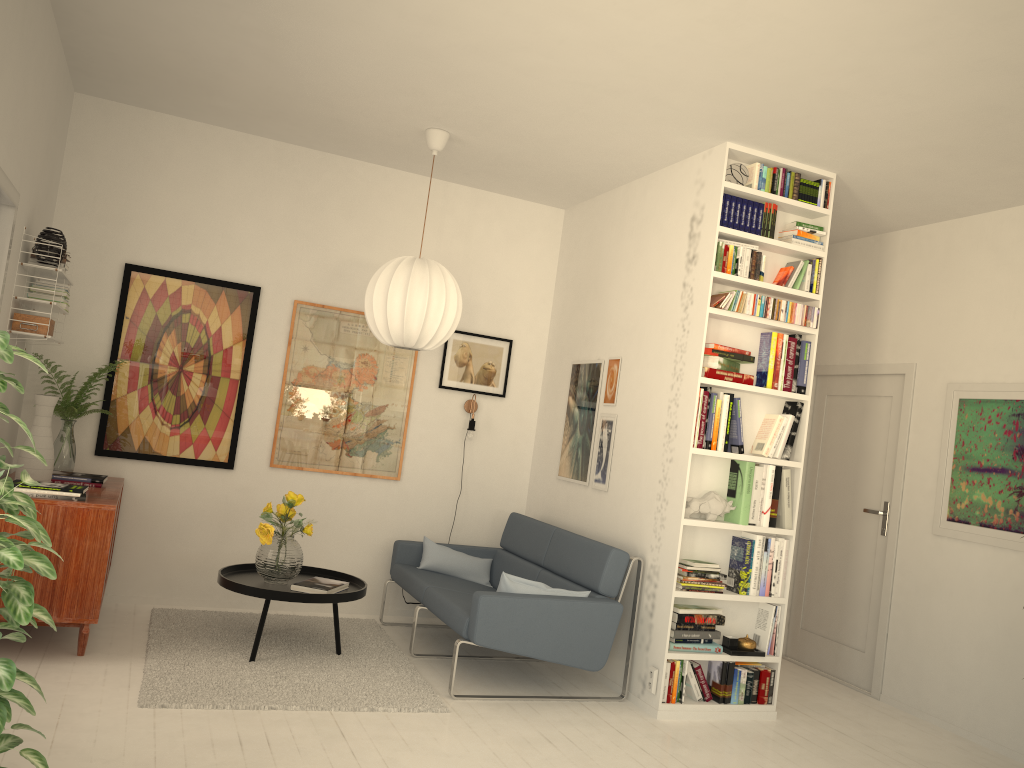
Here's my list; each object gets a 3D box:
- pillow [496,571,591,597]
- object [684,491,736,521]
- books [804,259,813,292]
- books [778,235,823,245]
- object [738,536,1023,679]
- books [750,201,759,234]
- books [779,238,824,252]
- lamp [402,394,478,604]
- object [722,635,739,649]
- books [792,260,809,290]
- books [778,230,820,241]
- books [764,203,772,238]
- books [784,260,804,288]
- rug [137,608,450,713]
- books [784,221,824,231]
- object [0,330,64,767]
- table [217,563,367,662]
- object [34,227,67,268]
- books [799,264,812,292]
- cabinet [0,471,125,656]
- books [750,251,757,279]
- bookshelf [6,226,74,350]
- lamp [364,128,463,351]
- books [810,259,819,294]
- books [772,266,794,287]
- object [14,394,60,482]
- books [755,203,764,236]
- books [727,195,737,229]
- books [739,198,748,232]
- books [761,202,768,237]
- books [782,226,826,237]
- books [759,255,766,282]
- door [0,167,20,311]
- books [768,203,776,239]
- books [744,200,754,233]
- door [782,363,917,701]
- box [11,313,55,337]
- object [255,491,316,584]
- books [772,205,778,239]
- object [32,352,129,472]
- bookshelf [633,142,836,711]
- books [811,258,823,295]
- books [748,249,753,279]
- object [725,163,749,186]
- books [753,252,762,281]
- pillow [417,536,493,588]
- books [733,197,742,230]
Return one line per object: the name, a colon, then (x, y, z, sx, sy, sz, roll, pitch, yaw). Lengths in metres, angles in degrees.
pillow: (0.125, 1.117, 4.446, 0.533, 0.354, 0.141, 9, -4, -22)
object: (0.999, 0.621, 4.543, 0.311, 0.150, 0.137, 8, -3, -14)
books: (1.560, -0.574, 4.832, 0.022, 0.187, 0.186, 9, -3, -22)
books: (1.536, -0.765, 4.811, 0.200, 0.018, 0.208, 9, -3, -22)
object: (2.182, 0.957, 4.104, 0.777, 1.712, 2.089, 11, -4, -41)
books: (1.224, -0.858, 4.687, 0.034, 0.179, 0.188, 9, -3, -22)
books: (1.530, -0.737, 4.810, 0.214, 0.038, 0.222, 9, -3, -22)
lamp: (-0.462, 0.749, 5.850, 0.360, 1.416, 0.112, 9, -4, -22)
object: (1.129, 1.338, 4.590, 0.058, 0.055, 0.058, 9, -3, -22)
books: (1.497, -0.576, 4.793, 0.065, 0.168, 0.228, 9, -3, -22)
books: (1.528, -0.791, 4.807, 0.173, 0.030, 0.199, 9, -4, -32)
books: (1.300, -0.851, 4.726, 0.020, 0.191, 0.205, 9, -3, -22)
books: (1.462, -0.578, 4.792, 0.092, 0.165, 0.222, 9, -3, -22)
rug: (-1.179, 1.391, 4.572, 1.303, 0.012, 1.660, 9, -3, -20)
books: (1.560, -0.836, 4.814, 0.169, 0.032, 0.188, 9, -3, -17)
object: (-1.149, 0.530, 1.679, 0.569, 1.425, 0.513, 6, -4, 21)
table: (-1.164, 1.202, 4.625, 0.761, 0.386, 0.760, 8, -3, -6)
object: (-2.219, -0.653, 4.265, 0.139, 0.200, 0.139, 6, -4, 22)
books: (1.538, -0.561, 4.805, 0.030, 0.154, 0.199, 9, -3, -22)
cabinet: (-2.321, 0.871, 4.466, 0.546, 0.727, 1.262, 9, -3, -22)
books: (1.209, -0.611, 4.682, 0.024, 0.155, 0.206, 9, -3, -22)
bookshelf: (-2.358, -0.445, 4.472, 0.184, 0.565, 0.695, 9, -3, -22)
lamp: (-0.497, -0.803, 4.926, 0.536, 1.229, 0.535, 7, -3, 12)
books: (1.582, -0.572, 4.827, 0.014, 0.188, 0.218, 9, -3, -22)
books: (1.424, -0.566, 4.790, 0.073, 0.129, 0.200, 9, -3, -22)
object: (-2.279, 0.275, 4.276, 0.160, 0.446, 0.158, 7, -4, 18)
books: (1.256, -0.853, 4.700, 0.034, 0.179, 0.188, 9, -3, -22)
books: (1.095, -0.877, 4.635, 0.034, 0.179, 0.188, 9, -3, -22)
books: (1.160, -0.868, 4.661, 0.034, 0.179, 0.188, 9, -3, -22)
books: (1.280, -0.854, 4.721, 0.020, 0.191, 0.205, 9, -3, -22)
books: (1.555, -0.813, 4.794, 0.179, 0.016, 0.208, 9, -3, -17)
books: (1.270, -0.596, 4.691, 0.020, 0.145, 0.189, 9, -3, -22)
door: (-2.499, 0.120, 3.192, 0.881, 2.034, 0.955, 9, -4, -22)
books: (1.322, -0.848, 4.726, 0.020, 0.191, 0.205, 9, -3, -22)
books: (1.192, -0.863, 4.674, 0.034, 0.179, 0.188, 9, -3, -22)
door: (2.197, 0.887, 5.804, 0.166, 2.034, 0.955, 9, -4, -22)
box: (-2.317, -0.283, 4.295, 0.152, 0.084, 0.266, 9, -3, -22)
object: (-1.208, 0.801, 4.643, 0.291, 0.471, 0.361, 7, -3, 16)
books: (1.336, -0.845, 4.744, 0.020, 0.191, 0.205, 9, -3, -22)
object: (-2.423, 0.167, 4.908, 0.476, 0.686, 0.398, 9, -4, -20)
bookshelf: (1.180, 0.252, 4.666, 0.709, 2.902, 0.249, 9, -4, -22)
books: (1.601, -0.575, 4.832, 0.022, 0.199, 0.212, 9, -3, -22)
books: (1.200, -0.616, 4.657, 0.013, 0.159, 0.176, 9, -3, -22)
object: (1.162, -1.080, 4.599, 0.131, 0.131, 0.131, 9, -4, -26)
books: (1.243, -0.607, 4.660, 0.023, 0.153, 0.176, 9, -3, -22)
pillow: (-0.352, 1.126, 5.630, 0.539, 0.277, 0.157, 9, -4, -20)
books: (1.128, -0.873, 4.648, 0.034, 0.179, 0.188, 9, -3, -22)
